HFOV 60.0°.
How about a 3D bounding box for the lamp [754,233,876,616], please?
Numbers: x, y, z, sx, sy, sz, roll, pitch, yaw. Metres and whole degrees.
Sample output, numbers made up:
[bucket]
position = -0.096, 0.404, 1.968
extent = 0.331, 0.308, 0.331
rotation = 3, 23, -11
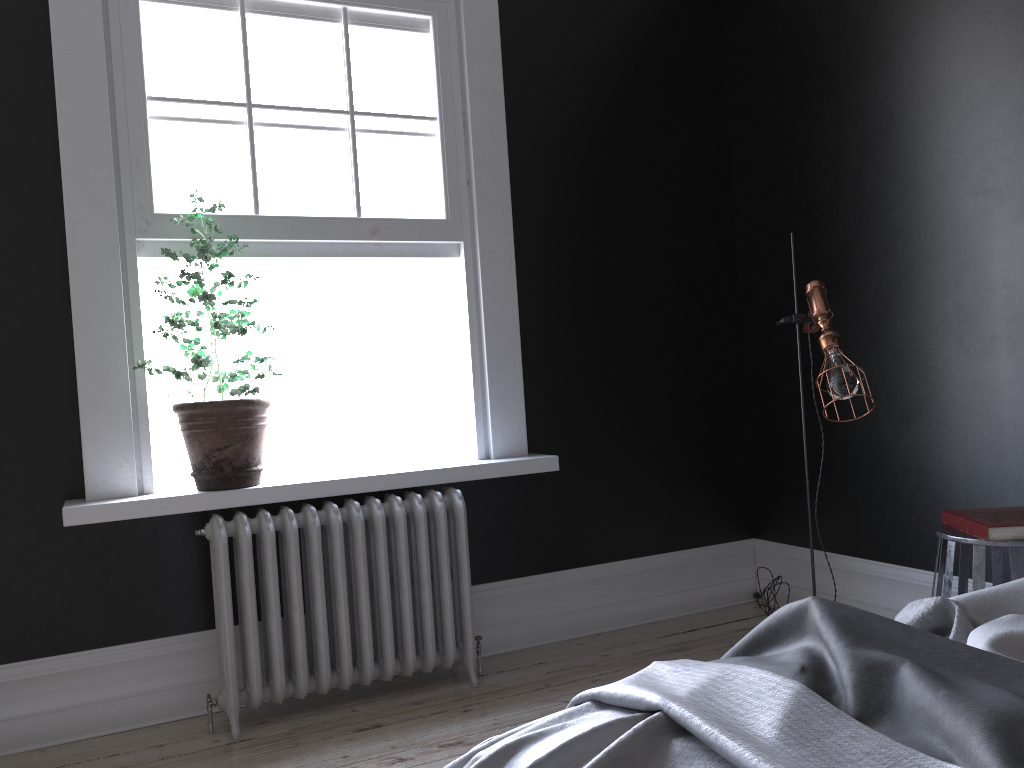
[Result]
[lamp]
position = 1.257, 0.268, 3.864
extent = 0.437, 1.779, 1.717
rotation = -4, 0, 13

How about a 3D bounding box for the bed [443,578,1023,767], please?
[bed]
position = 1.163, 0.508, 1.298
extent = 3.281, 1.298, 2.767
rotation = -4, 0, -36

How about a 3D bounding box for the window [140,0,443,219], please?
[window]
position = -0.892, -1.118, 3.746
extent = 1.262, 1.017, 0.056
rotation = -4, 1, -25

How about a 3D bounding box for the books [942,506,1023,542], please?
[books]
position = 1.584, 0.444, 2.832
extent = 0.275, 0.045, 0.346
rotation = -4, 0, 5

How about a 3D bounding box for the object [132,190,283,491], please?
[object]
position = -1.155, -0.158, 3.445
extent = 0.474, 1.134, 0.505
rotation = -4, 1, 15

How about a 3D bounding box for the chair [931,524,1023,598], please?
[chair]
position = 1.603, 0.802, 2.848
extent = 0.613, 0.673, 0.613
rotation = -4, 0, 19

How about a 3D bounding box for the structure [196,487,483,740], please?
[structure]
position = -0.661, 0.890, 3.589
extent = 1.140, 0.849, 0.276
rotation = -4, 1, -25
